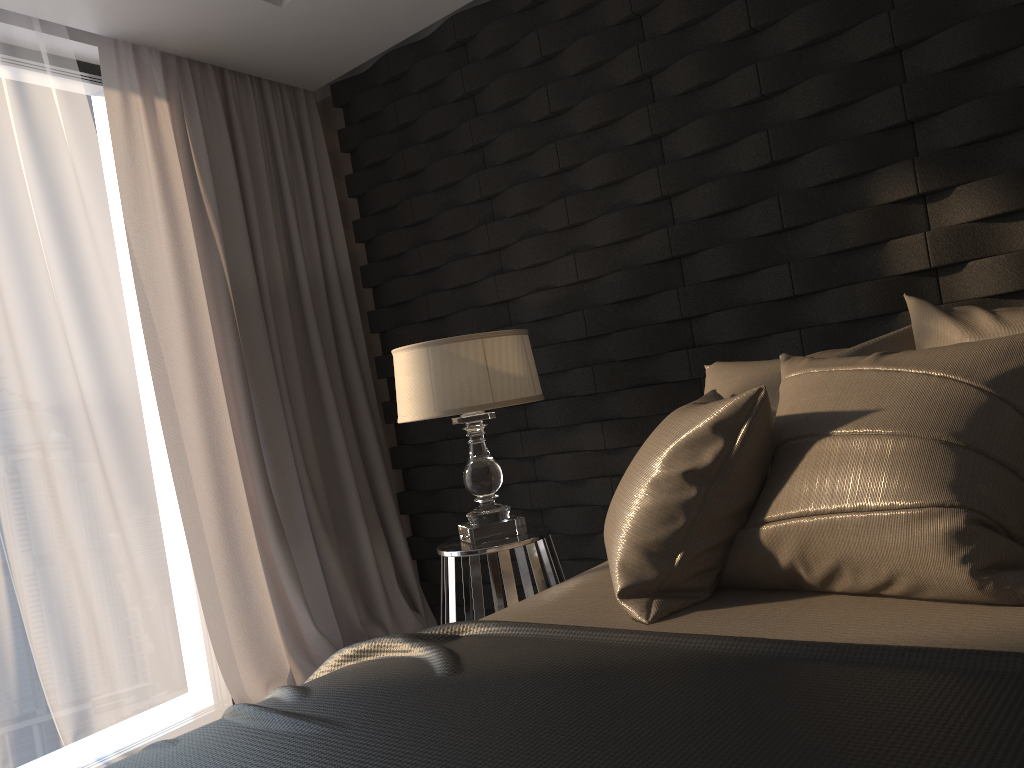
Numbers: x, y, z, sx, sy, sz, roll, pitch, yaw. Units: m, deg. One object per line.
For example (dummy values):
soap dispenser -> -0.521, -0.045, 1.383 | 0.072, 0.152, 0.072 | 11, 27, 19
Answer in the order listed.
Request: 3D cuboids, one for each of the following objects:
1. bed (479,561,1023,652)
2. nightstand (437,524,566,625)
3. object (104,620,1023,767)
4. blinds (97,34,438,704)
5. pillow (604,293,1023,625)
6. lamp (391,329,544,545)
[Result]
bed -> 0.525, 0.674, 1.369 | 2.166, 0.624, 2.421 | -10, -1, 42
nightstand -> -0.005, 0.782, 2.786 | 0.580, 0.603, 0.521 | -9, 0, -36
object -> 0.179, 0.547, 1.013 | 1.940, 0.322, 0.653 | -10, -1, 40
blinds -> -0.876, -0.102, 3.427 | 0.323, 2.640, 1.051 | -9, 0, 33
pillow -> 0.680, 0.087, 1.701 | 1.189, 0.518, 0.950 | -10, -1, 43
lamp -> -0.112, 0.173, 2.797 | 0.481, 0.631, 0.451 | -9, 0, -16
